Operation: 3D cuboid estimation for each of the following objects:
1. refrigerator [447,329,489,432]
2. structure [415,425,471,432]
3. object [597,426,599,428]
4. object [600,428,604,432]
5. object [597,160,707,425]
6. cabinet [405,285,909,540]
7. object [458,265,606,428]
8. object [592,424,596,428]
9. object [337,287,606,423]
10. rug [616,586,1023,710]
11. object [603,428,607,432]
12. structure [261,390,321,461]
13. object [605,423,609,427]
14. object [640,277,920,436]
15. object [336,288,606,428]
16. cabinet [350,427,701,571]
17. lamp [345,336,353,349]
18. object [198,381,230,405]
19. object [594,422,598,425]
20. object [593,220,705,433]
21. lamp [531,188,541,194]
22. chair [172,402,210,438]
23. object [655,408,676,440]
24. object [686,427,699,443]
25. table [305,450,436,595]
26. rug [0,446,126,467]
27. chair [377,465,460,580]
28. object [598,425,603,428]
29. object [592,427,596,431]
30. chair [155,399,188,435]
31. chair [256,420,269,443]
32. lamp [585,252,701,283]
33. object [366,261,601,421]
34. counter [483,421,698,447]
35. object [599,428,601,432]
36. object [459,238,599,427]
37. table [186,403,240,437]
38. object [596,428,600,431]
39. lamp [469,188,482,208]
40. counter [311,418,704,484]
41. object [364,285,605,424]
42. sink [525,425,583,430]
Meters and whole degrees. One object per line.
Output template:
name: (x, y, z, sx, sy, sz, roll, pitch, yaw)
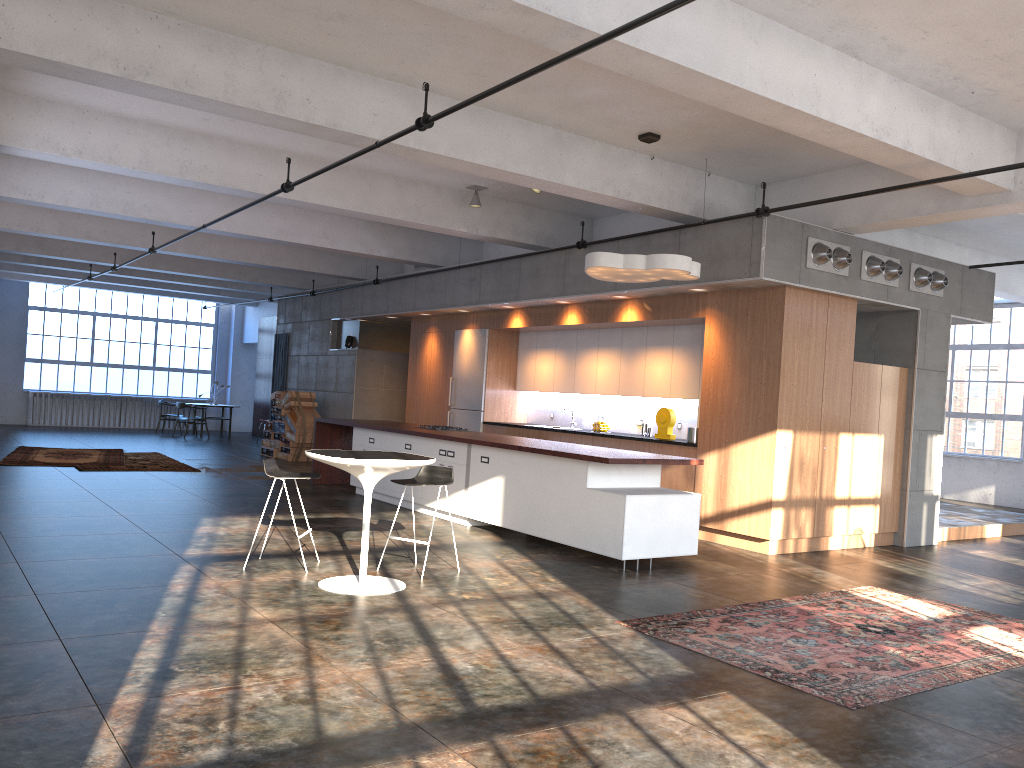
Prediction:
refrigerator: (-0.652, 0.256, 13.751, 0.224, 2.191, 0.936, 3, 0, -37)
structure: (-0.890, 0.582, 11.389, 0.522, 0.072, 0.627, 4, -1, -35)
object: (1.132, 0.587, 11.824, 0.061, 0.053, 0.053, 3, -1, 37)
object: (1.184, 0.603, 11.707, 0.052, 0.057, 0.060, 4, 0, 2)
object: (1.155, 0.515, 11.716, 0.058, 0.060, 0.052, 4, 0, -12)
cabinet: (1.399, 0.270, 12.823, 2.429, 2.562, 7.939, 4, -1, -35)
object: (1.218, 0.560, 11.738, 0.053, 0.053, 0.061, 4, -1, -28)
object: (0.172, -0.583, 12.370, 2.368, 2.228, 0.054, 3, 0, 30)
object: (1.236, 0.529, 11.831, 0.063, 0.053, 0.052, 3, 0, 13)
rug: (2.347, 1.647, 5.917, 2.944, 0.029, 1.816, 4, -1, -35)
object: (1.227, 0.612, 11.752, 0.073, 0.063, 0.065, 3, 0, 20)
structure: (-4.300, 0.780, 17.096, 0.651, 1.315, 1.874, 4, 0, -34)
object: (1.256, 0.541, 11.777, 0.053, 0.052, 0.062, 3, 0, 13)
object: (1.714, 0.558, 11.336, 0.061, 0.209, 0.141, 3, 0, -35)
object: (1.219, 0.575, 11.807, 0.062, 0.053, 0.052, 3, 0, 8)
cabinet: (-0.250, 1.119, 10.011, 0.941, 0.930, 5.532, 4, -1, -34)
lamp: (-3.021, -0.770, 16.481, 0.168, 0.258, 0.216, 3, 0, 37)
object: (-7.583, 0.213, 22.565, 0.790, 0.624, 0.235, 4, 0, -33)
object: (-1.080, -0.632, 14.189, 0.054, 2.169, 6.721, 3, -1, -43)
object: (-1.037, 1.036, 17.798, 0.965, 1.214, 12.970, 4, -1, -23)
lamp: (0.297, -2.204, 9.593, 0.129, 0.287, 0.226, 4, 0, 39)
chair: (-7.729, 0.877, 21.362, 0.712, 0.864, 0.688, 3, 0, 42)
object: (1.850, 0.475, 10.671, 0.101, 0.381, 0.269, 3, 0, -35)
object: (2.085, 0.580, 10.080, 0.189, 0.170, 0.192, 3, 0, 14)
table: (-1.053, 0.986, 6.403, 0.845, 0.951, 0.812, 4, 0, -35)
rug: (-7.340, 1.181, 14.645, 1.908, 0.048, 3.462, 4, -1, -25)
chair: (-0.718, 1.107, 7.032, 0.455, 0.895, 0.515, 4, 0, 32)
object: (-0.758, -0.557, 17.130, 0.063, 2.210, 11.640, 3, -1, -20)
object: (1.537, -0.522, 10.417, 0.058, 2.309, 2.883, 3, 0, -15)
chair: (-8.599, 0.841, 22.433, 0.677, 0.864, 0.723, 4, 0, -8)
chair: (-5.627, 0.936, 20.926, 0.669, 0.988, 0.419, 4, 0, -35)
lamp: (1.243, -1.091, 8.414, 1.071, 0.130, 1.016, 3, -1, 11)
object: (1.174, 0.512, 11.850, 0.059, 0.060, 0.050, 4, 0, 0)
counter: (1.469, 0.678, 11.998, 1.641, 0.039, 4.368, 4, -1, -35)
object: (1.173, 0.613, 11.826, 0.052, 0.055, 0.060, 4, -1, -44)
object: (1.164, 0.553, 11.752, 0.051, 0.053, 0.064, 4, 0, 3)
table: (-7.641, 0.953, 22.576, 1.302, 0.851, 1.318, 3, -1, 9)
object: (1.137, 0.607, 11.739, 0.052, 0.053, 0.062, 3, -1, 43)
lamp: (-0.442, -2.286, 10.857, 0.155, 0.216, 0.156, 4, 0, 3)
counter: (-0.579, 1.077, 10.511, 1.166, 0.971, 6.518, 4, -1, -34)
object: (1.208, 0.514, 11.720, 0.064, 0.051, 0.052, 4, -1, -42)
sink: (0.570, 0.702, 12.457, 0.534, 0.192, 0.714, 4, -1, -35)
